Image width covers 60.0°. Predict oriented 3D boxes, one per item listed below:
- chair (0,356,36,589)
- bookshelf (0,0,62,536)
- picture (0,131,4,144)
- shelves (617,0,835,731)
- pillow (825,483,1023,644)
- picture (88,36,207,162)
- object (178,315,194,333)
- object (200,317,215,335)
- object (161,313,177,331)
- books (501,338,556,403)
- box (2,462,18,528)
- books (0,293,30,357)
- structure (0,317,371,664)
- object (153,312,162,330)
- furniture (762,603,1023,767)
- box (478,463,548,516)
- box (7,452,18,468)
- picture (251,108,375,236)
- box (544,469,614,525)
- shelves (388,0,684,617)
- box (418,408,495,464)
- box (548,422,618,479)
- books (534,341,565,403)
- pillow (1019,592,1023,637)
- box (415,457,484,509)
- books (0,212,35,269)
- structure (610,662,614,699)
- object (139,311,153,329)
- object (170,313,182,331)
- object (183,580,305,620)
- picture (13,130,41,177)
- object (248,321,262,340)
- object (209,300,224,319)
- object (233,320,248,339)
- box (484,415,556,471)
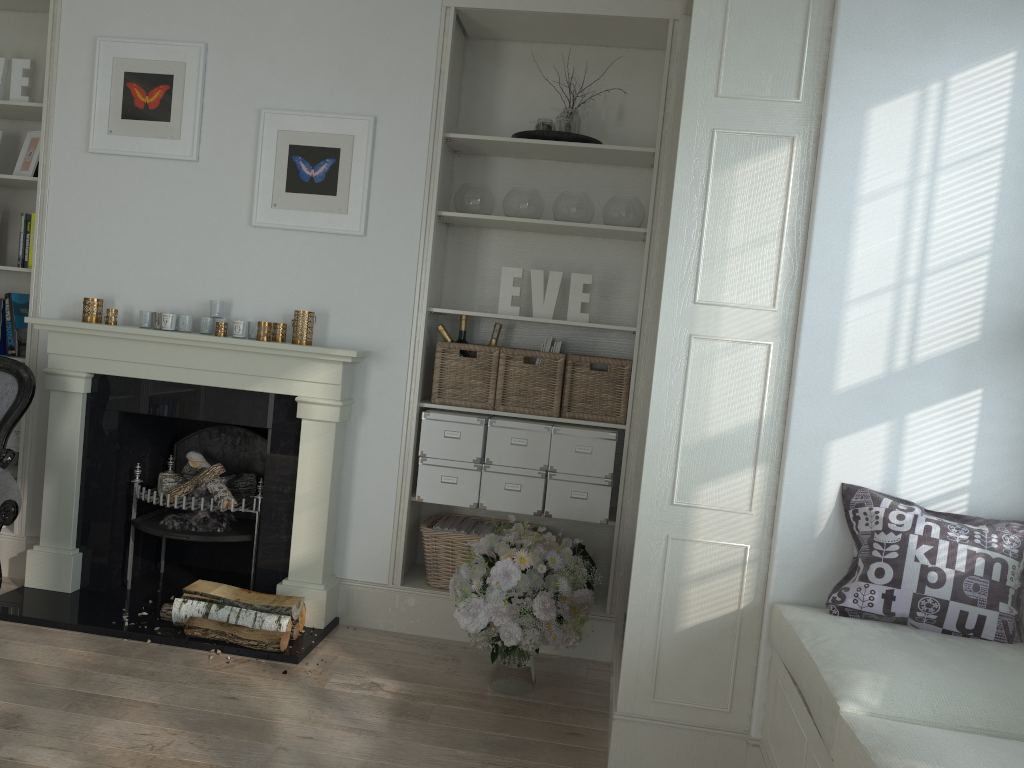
[{"bbox_3d":[-2.207,0.403,3.239,0.778,1.024,0.763,4,4,-28],"label":"chair"},{"bbox_3d":[-2.528,-0.618,4.172,0.988,2.523,0.399,6,3,7],"label":"bookshelf"},{"bbox_3d":[-2.485,-1.085,4.171,0.153,0.228,0.094,6,3,7],"label":"picture"},{"bbox_3d":[0.701,-0.235,3.103,0.399,2.523,0.972,6,3,7],"label":"shelves"},{"bbox_3d":[1.163,0.515,2.433,0.550,0.398,0.229,7,3,19],"label":"pillow"},{"bbox_3d":[-1.572,-1.228,3.816,0.494,0.496,0.024,6,3,7],"label":"picture"},{"bbox_3d":[-1.381,-0.255,3.750,0.060,0.073,0.060,8,4,30],"label":"object"},{"bbox_3d":[-1.298,-0.248,3.776,0.060,0.073,0.060,4,4,-27],"label":"object"},{"bbox_3d":[-1.440,-0.259,3.720,0.060,0.073,0.060,4,4,-27],"label":"object"},{"bbox_3d":[0.066,-0.058,3.869,0.205,0.306,0.221,6,3,7],"label":"books"},{"bbox_3d":[-2.668,0.491,4.173,0.734,0.264,0.374,6,3,7],"label":"box"},{"bbox_3d":[-2.611,-0.314,4.205,0.763,0.302,0.215,6,3,8],"label":"books"},{"bbox_3d":[-1.355,0.375,3.889,1.432,1.191,1.026,6,3,7],"label":"structure"},{"bbox_3d":[-1.492,-0.266,3.759,0.060,0.073,0.060,4,4,-27],"label":"object"},{"bbox_3d":[0.945,0.934,1.015,0.837,0.459,3.150,6,3,7],"label":"furniture"},{"bbox_3d":[0.024,0.432,3.882,0.270,0.191,0.400,6,3,7],"label":"box"},{"bbox_3d":[-2.658,0.313,4.140,0.608,0.099,0.219,6,3,7],"label":"box"},{"bbox_3d":[-0.841,-0.894,3.741,0.494,0.496,0.024,6,3,7],"label":"picture"},{"bbox_3d":[0.296,0.461,3.849,0.270,0.191,0.400,6,3,7],"label":"box"},{"bbox_3d":[0.104,-0.338,3.859,0.992,2.523,0.399,6,3,7],"label":"shelves"},{"bbox_3d":[-0.229,0.215,3.895,0.270,0.191,0.400,6,3,7],"label":"box"},{"bbox_3d":[0.314,0.272,3.831,0.270,0.191,0.400,6,3,7],"label":"box"},{"bbox_3d":[0.106,-0.044,3.864,0.205,0.306,0.221,6,3,7],"label":"books"},{"bbox_3d":[1.436,0.551,2.179,0.187,0.360,0.695,6,3,7],"label":"pillow"},{"bbox_3d":[-0.242,0.405,3.905,0.270,0.191,0.400,6,3,7],"label":"box"},{"bbox_3d":[-2.516,-0.718,4.190,0.919,0.301,0.209,6,3,7],"label":"books"},{"bbox_3d":[0.361,1.074,3.212,0.010,0.084,0.140,6,3,7],"label":"structure"},{"bbox_3d":[-1.557,-0.274,3.776,0.060,0.073,0.060,4,4,-27],"label":"object"},{"bbox_3d":[-1.436,-0.263,3.796,0.060,0.073,0.060,4,4,-27],"label":"object"},{"bbox_3d":[-1.069,0.869,3.522,0.459,0.083,0.150,6,3,9],"label":"object"},{"bbox_3d":[-2.200,-1.051,4.070,0.153,0.228,0.094,8,4,32],"label":"picture"},{"bbox_3d":[-1.083,-0.224,3.734,0.060,0.073,0.060,4,4,-27],"label":"object"},{"bbox_3d":[-1.256,-0.317,3.770,0.060,0.073,0.060,4,4,-27],"label":"object"},{"bbox_3d":[-1.134,-0.227,3.694,0.060,0.073,0.060,4,4,-27],"label":"object"},{"bbox_3d":[0.049,0.243,3.874,0.270,0.191,0.400,6,3,7],"label":"box"}]
